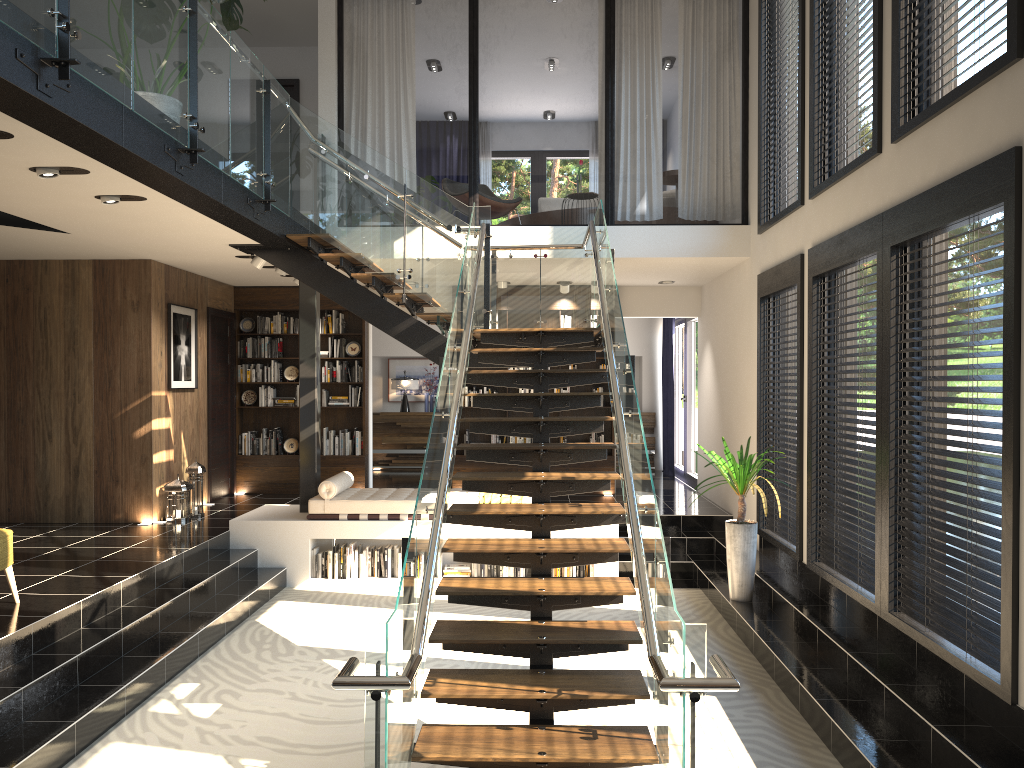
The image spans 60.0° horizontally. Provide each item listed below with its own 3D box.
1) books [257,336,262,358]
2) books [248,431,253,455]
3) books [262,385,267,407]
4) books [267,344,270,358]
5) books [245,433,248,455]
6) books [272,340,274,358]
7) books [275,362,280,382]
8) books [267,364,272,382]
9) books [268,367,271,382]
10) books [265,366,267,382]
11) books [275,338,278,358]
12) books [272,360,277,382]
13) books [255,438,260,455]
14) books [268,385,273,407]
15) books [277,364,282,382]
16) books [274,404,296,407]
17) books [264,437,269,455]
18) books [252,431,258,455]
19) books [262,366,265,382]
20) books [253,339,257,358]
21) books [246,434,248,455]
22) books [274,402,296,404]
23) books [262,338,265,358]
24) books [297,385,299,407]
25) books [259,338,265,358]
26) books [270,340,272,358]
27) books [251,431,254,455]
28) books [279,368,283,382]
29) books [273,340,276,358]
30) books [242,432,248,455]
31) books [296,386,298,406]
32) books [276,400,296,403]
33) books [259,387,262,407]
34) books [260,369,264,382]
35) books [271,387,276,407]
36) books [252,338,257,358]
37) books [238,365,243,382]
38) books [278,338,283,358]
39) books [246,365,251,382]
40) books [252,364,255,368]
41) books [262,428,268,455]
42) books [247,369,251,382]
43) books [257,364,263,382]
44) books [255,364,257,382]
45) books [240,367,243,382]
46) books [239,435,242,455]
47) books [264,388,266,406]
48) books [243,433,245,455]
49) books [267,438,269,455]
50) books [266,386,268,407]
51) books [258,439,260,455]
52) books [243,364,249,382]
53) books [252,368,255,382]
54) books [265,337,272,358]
[{"bbox_3d":[-3.299,-0.482,11.601,0.015,0.287,0.154,0,1,2],"label":"books"},{"bbox_3d":[-3.405,0.771,11.605,0.015,0.306,0.222,0,0,2],"label":"books"},{"bbox_3d":[-3.238,0.157,11.590,0.018,0.275,0.144,0,1,2],"label":"books"},{"bbox_3d":[-3.154,-0.433,11.573,0.025,0.188,0.181,0,0,2],"label":"books"},{"bbox_3d":[-3.464,0.783,11.639,0.030,0.282,0.170,0,1,2],"label":"books"},{"bbox_3d":[-3.106,-0.454,11.595,0.014,0.230,0.172,0,0,2],"label":"books"},{"bbox_3d":[-3.064,-0.154,11.592,0.021,0.260,0.197,0,0,2],"label":"books"},{"bbox_3d":[-3.173,-0.145,11.604,0.020,0.243,0.154,0,1,2],"label":"books"},{"bbox_3d":[-3.151,-0.120,11.592,0.025,0.194,0.172,0,0,2],"label":"books"},{"bbox_3d":[-3.192,-0.126,11.578,0.016,0.206,0.204,0,0,2],"label":"books"},{"bbox_3d":[-3.062,-0.470,11.604,0.025,0.263,0.147,0,1,2],"label":"books"},{"bbox_3d":[-3.102,-0.166,11.590,0.018,0.284,0.198,0,0,2],"label":"books"},{"bbox_3d":[-3.314,0.816,11.604,0.021,0.217,0.220,0,0,2],"label":"books"},{"bbox_3d":[-3.157,0.154,11.599,0.032,0.279,0.133,0,1,2],"label":"books"},{"bbox_3d":[-3.041,-0.146,11.613,0.023,0.245,0.133,0,1,2],"label":"books"},{"bbox_3d":[-2.960,0.278,11.604,0.262,0.032,0.154,0,0,4],"label":"books"},{"bbox_3d":[-3.198,0.813,11.627,0.034,0.223,0.208,0,0,2],"label":"books"},{"bbox_3d":[-3.369,0.772,11.631,0.020,0.304,0.189,0,1,2],"label":"books"},{"bbox_3d":[-3.225,-0.132,11.614,0.053,0.216,0.151,0,0,2],"label":"books"},{"bbox_3d":[-3.327,-0.460,11.573,0.039,0.243,0.179,0,0,1],"label":"books"},{"bbox_3d":[-3.439,0.790,11.607,0.022,0.269,0.216,0,0,2],"label":"books"},{"bbox_3d":[-2.960,0.251,11.605,0.266,0.021,0.152,0,0,0],"label":"books"},{"bbox_3d":[-3.238,-0.466,11.605,0.032,0.255,0.160,0,1,2],"label":"books"},{"bbox_3d":[-2.769,0.151,11.572,0.018,0.286,0.157,0,1,2],"label":"books"},{"bbox_3d":[-3.264,-0.471,11.579,0.019,0.264,0.175,0,1,2],"label":"books"},{"bbox_3d":[-3.127,-0.459,11.608,0.028,0.240,0.148,0,1,2],"label":"books"},{"bbox_3d":[-3.388,0.774,11.638,0.018,0.302,0.195,0,1,2],"label":"books"},{"bbox_3d":[-3.022,-0.114,11.602,0.015,0.181,0.136,0,0,2],"label":"books"},{"bbox_3d":[-3.087,-0.460,11.600,0.024,0.242,0.144,0,1,2],"label":"books"},{"bbox_3d":[-3.509,0.780,11.655,0.032,0.288,0.180,0,1,2],"label":"books"},{"bbox_3d":[-2.794,0.163,11.598,0.032,0.262,0.157,0,1,2],"label":"books"},{"bbox_3d":[-2.960,0.224,11.605,0.244,0.033,0.142,0,0,-2],"label":"books"},{"bbox_3d":[-3.260,0.165,11.580,0.026,0.257,0.192,0,0,2],"label":"books"},{"bbox_3d":[-3.265,-0.107,11.607,0.026,0.167,0.173,0,0,2],"label":"books"},{"bbox_3d":[-3.125,0.167,11.617,0.030,0.253,0.138,0,1,2],"label":"books"},{"bbox_3d":[-3.359,-0.469,11.593,0.027,0.260,0.181,0,0,2],"label":"books"},{"bbox_3d":[-3.549,-0.136,11.630,0.030,0.224,0.166,0,0,2],"label":"books"},{"bbox_3d":[-3.032,-0.472,11.604,0.035,0.266,0.133,0,1,2],"label":"books"},{"bbox_3d":[-3.458,-0.140,11.639,0.018,0.232,0.123,0,1,2],"label":"books"},{"bbox_3d":[-3.384,-0.142,11.632,0.019,0.236,0.139,0,1,2],"label":"books"},{"bbox_3d":[-3.224,0.754,11.588,0.016,0.341,0.217,0,1,2],"label":"books"},{"bbox_3d":[-3.431,-0.108,11.619,0.037,0.169,0.148,0,0,2],"label":"books"},{"bbox_3d":[-3.291,-0.142,11.595,0.026,0.237,0.164,0,0,2],"label":"books"},{"bbox_3d":[-3.321,-0.141,11.616,0.036,0.235,0.169,0,0,2],"label":"books"},{"bbox_3d":[-3.512,-0.120,11.623,0.045,0.192,0.164,0,0,2],"label":"books"},{"bbox_3d":[-3.541,0.794,11.649,0.032,0.262,0.194,0,0,2],"label":"books"},{"bbox_3d":[-3.212,0.172,11.615,0.032,0.245,0.120,0,1,2],"label":"books"},{"bbox_3d":[-3.487,0.783,11.622,0.014,0.282,0.232,0,0,2],"label":"books"},{"bbox_3d":[-3.163,0.813,11.625,0.036,0.222,0.173,0,0,2],"label":"books"},{"bbox_3d":[-3.184,0.161,11.608,0.024,0.265,0.148,0,1,2],"label":"books"},{"bbox_3d":[-3.288,0.821,11.630,0.029,0.207,0.166,0,0,2],"label":"books"},{"bbox_3d":[-3.479,-0.141,11.593,0.022,0.235,0.194,0,0,2],"label":"books"},{"bbox_3d":[-3.357,-0.114,11.603,0.035,0.180,0.164,0,0,2],"label":"books"},{"bbox_3d":[-3.182,-0.475,11.585,0.033,0.273,0.189,0,0,2],"label":"books"}]
